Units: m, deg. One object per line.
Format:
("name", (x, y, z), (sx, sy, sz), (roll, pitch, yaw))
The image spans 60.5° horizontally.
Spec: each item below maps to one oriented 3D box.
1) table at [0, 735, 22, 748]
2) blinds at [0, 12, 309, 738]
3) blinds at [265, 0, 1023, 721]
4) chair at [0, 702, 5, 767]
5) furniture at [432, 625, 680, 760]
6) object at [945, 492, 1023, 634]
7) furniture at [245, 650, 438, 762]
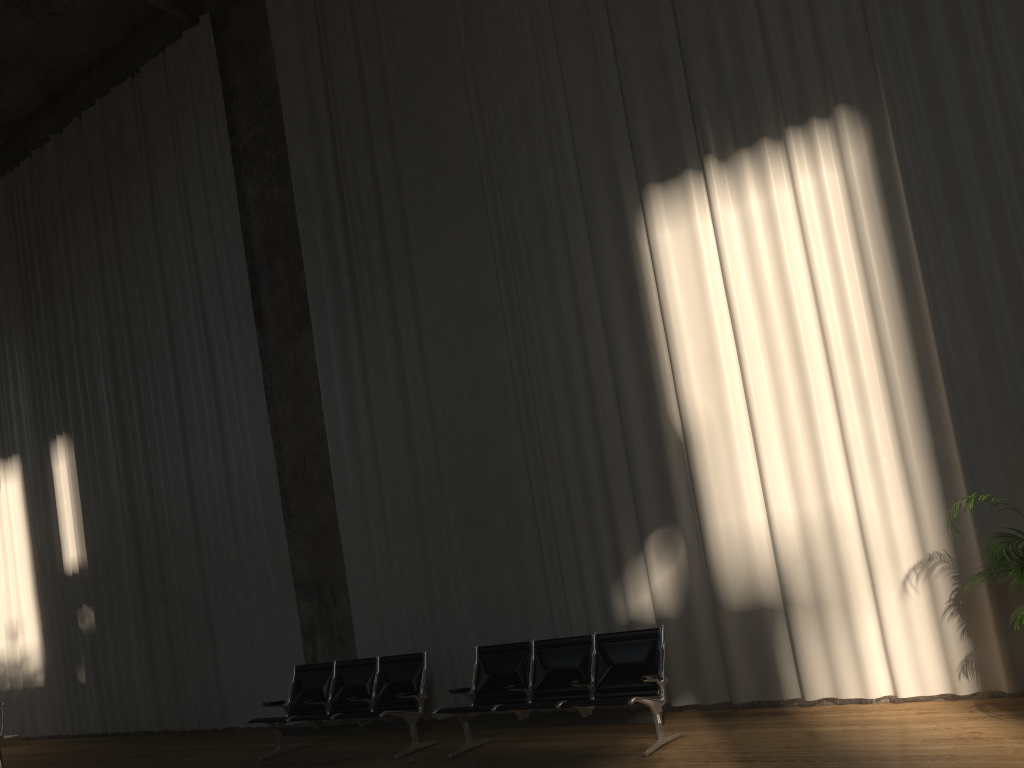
("table", (-7.436, 4.080, 8.532), (7.821, 0.748, 1.605), (-17, -13, 34))
("blinds", (-6.113, 0.644, 12.512), (7.945, 8.536, 0.274), (-15, -7, 35))
("blinds", (0.870, -1.521, 7.637), (7.945, 8.536, 0.274), (-15, -7, 35))
("chair", (-6.247, 3.022, 5.046), (31.941, 1.017, 12.985), (-17, -14, 34))
("furniture", (0.286, 2.442, 6.886), (1.898, 0.831, 0.709), (-16, -10, 34))
("object", (3.290, 1.293, 5.214), (1.141, 1.437, 1.096), (-13, -8, 25))
("furniture", (-1.643, 3.040, 8.233), (1.898, 0.831, 0.709), (-16, -10, 34))
